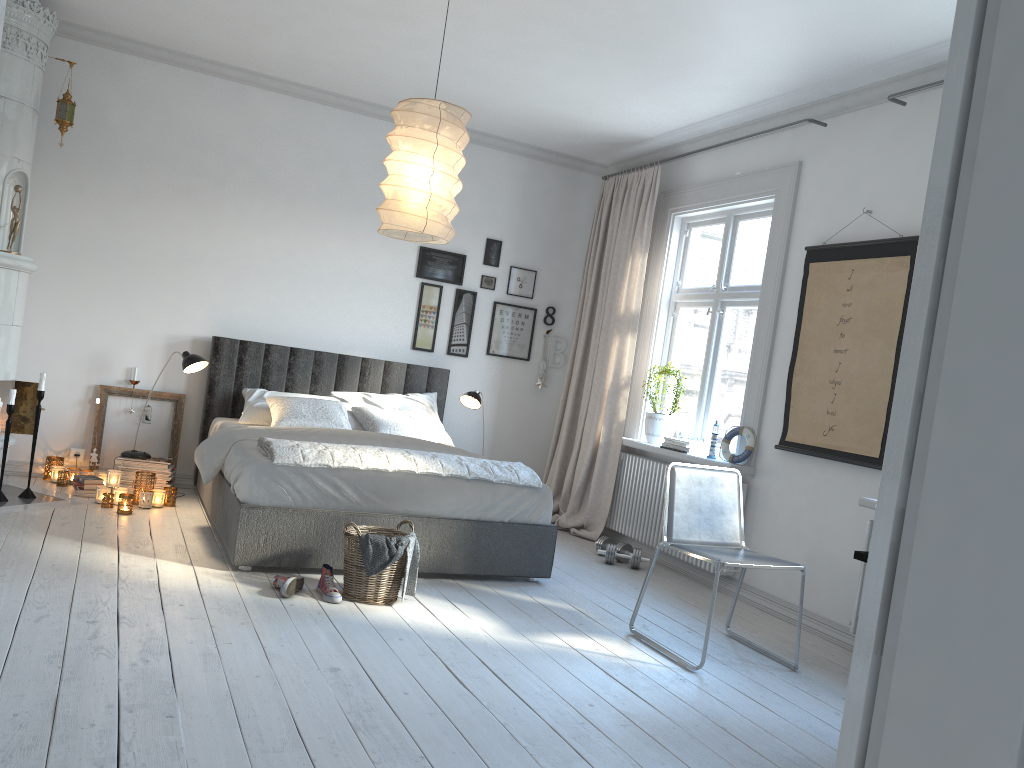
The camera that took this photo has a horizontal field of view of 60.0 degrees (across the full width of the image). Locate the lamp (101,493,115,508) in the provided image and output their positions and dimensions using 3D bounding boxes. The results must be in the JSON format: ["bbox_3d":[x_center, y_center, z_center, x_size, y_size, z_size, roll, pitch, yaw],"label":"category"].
[{"bbox_3d":[-2.301,0.664,5.048,0.067,0.078,0.070,9,1,17],"label":"lamp"}]

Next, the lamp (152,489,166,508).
[{"bbox_3d":[-2.101,0.681,5.262,0.080,0.098,0.080,9,1,10],"label":"lamp"}]

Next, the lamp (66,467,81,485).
[{"bbox_3d":[-2.759,0.580,5.573,0.080,0.098,0.081,9,2,37],"label":"lamp"}]

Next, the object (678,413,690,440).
[{"bbox_3d":[1.119,0.273,5.723,0.074,0.173,0.074,9,2,21],"label":"object"}]

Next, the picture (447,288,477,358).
[{"bbox_3d":[-0.378,-0.461,6.725,0.165,0.505,0.020,8,2,-24],"label":"picture"}]

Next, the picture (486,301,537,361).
[{"bbox_3d":[0.000,-0.407,6.897,0.365,0.415,0.021,8,2,-24],"label":"picture"}]

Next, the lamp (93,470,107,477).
[{"bbox_3d":[-2.620,0.600,5.628,0.080,0.098,0.081,9,2,22],"label":"lamp"}]

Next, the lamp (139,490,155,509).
[{"bbox_3d":[-2.139,0.676,5.184,0.080,0.098,0.080,9,1,10],"label":"lamp"}]

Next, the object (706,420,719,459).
[{"bbox_3d":[1.229,0.337,5.390,0.060,0.235,0.059,9,2,18],"label":"object"}]

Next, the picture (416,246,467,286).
[{"bbox_3d":[-0.526,-0.880,6.618,0.366,0.232,0.020,8,2,-24],"label":"picture"}]

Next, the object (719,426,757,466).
[{"bbox_3d":[1.326,0.359,5.207,0.079,0.227,0.235,7,2,-39],"label":"object"}]

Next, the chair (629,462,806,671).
[{"bbox_3d":[0.941,0.790,3.904,0.562,0.798,0.524,8,2,-24],"label":"chair"}]

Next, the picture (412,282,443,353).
[{"bbox_3d":[-0.628,-0.496,6.610,0.165,0.505,0.020,8,2,-24],"label":"picture"}]

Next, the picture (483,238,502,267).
[{"bbox_3d":[-0.146,-1.003,6.778,0.128,0.202,0.011,8,2,-24],"label":"picture"}]

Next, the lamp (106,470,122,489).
[{"bbox_3d":[-2.311,0.552,5.145,0.080,0.098,0.081,9,1,19],"label":"lamp"}]

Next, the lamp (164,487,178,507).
[{"bbox_3d":[-2.066,0.680,5.351,0.080,0.107,0.080,9,2,38],"label":"lamp"}]

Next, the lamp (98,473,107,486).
[{"bbox_3d":[-2.541,0.613,5.523,0.080,0.098,0.081,9,2,37],"label":"lamp"}]

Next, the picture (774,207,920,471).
[{"bbox_3d":[1.734,-0.258,4.582,0.057,1.314,0.792,7,2,-24],"label":"picture"}]

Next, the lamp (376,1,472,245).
[{"bbox_3d":[-0.315,-1.215,3.640,0.338,1.232,0.340,9,2,7],"label":"lamp"}]

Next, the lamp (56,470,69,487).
[{"bbox_3d":[-2.774,0.584,5.468,0.063,0.091,0.073,9,1,8],"label":"lamp"}]

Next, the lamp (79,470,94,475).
[{"bbox_3d":[-2.673,0.593,5.557,0.080,0.098,0.081,9,2,37],"label":"lamp"}]

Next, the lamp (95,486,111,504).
[{"bbox_3d":[-2.368,0.643,5.129,0.080,0.098,0.080,9,1,10],"label":"lamp"}]

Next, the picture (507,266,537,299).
[{"bbox_3d":[0.076,-0.788,6.898,0.225,0.220,0.010,8,2,-24],"label":"picture"}]

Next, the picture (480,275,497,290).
[{"bbox_3d":[-0.181,-0.775,6.785,0.119,0.098,0.010,8,2,-24],"label":"picture"}]

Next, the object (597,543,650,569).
[{"bbox_3d":[0.696,1.073,5.531,0.328,0.129,0.129,8,1,10],"label":"object"}]

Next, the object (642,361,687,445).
[{"bbox_3d":[1.033,0.128,6.058,0.217,0.574,0.384,7,2,-44],"label":"object"}]

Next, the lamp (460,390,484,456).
[{"bbox_3d":[-0.188,0.521,6.516,0.801,0.937,0.449,7,2,-42],"label":"lamp"}]

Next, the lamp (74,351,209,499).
[{"bbox_3d":[-2.342,0.220,5.527,0.826,0.936,0.450,8,2,-7],"label":"lamp"}]

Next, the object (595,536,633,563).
[{"bbox_3d":[0.659,1.065,5.716,0.129,0.129,0.328,7,1,-40],"label":"object"}]

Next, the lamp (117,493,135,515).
[{"bbox_3d":[-2.163,0.672,4.962,0.081,0.106,0.081,10,2,42],"label":"lamp"}]

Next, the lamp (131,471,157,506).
[{"bbox_3d":[-2.190,0.622,5.279,0.117,0.188,0.122,9,2,18],"label":"lamp"}]

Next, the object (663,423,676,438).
[{"bbox_3d":[1.042,0.339,5.887,0.059,0.165,0.196,9,1,26],"label":"object"}]

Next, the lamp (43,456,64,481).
[{"bbox_3d":[-2.908,0.536,5.630,0.107,0.141,0.108,9,2,38],"label":"lamp"}]

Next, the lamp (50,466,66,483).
[{"bbox_3d":[-2.847,0.568,5.555,0.080,0.098,0.081,9,2,37],"label":"lamp"}]

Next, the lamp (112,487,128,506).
[{"bbox_3d":[-2.285,0.655,5.161,0.080,0.098,0.080,9,1,10],"label":"lamp"}]
